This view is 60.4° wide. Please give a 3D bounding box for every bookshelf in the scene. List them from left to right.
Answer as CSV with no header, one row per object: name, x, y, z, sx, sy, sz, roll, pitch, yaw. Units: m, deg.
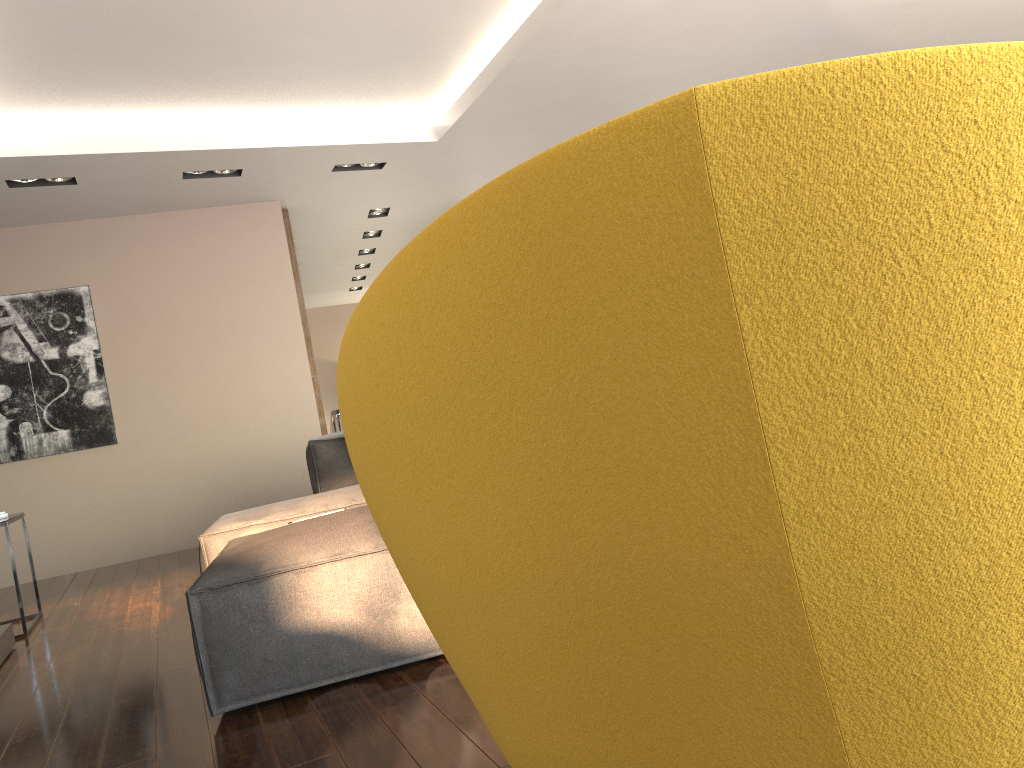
bookshelf,-2.411,-0.041,10.167,0.299,2.490,6.364,-10,0,-13

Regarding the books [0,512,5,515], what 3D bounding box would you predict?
books,-2.744,0.681,4.342,0.242,0.011,0.332,-10,0,26

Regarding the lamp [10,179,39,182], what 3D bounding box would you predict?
lamp,-2.968,-1.265,5.348,0.183,0.077,0.171,-10,0,-18

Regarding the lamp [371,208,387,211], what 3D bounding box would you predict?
lamp,-1.181,-1.576,7.782,0.171,0.077,0.183,-10,0,21

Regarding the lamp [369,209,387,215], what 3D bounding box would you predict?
lamp,-1.218,-1.570,7.952,0.170,0.077,0.183,-10,0,22

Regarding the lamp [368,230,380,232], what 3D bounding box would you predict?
lamp,-1.386,-1.540,8.699,0.171,0.077,0.183,-10,0,21

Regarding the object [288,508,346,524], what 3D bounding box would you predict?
object,-0.729,0.494,3.292,0.217,0.015,0.049,-10,0,-26

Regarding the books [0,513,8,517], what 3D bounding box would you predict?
books,-2.735,0.690,4.347,0.244,0.011,0.329,-10,0,21

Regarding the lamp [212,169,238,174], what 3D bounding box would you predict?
lamp,-1.912,-1.449,5.871,0.185,0.077,0.168,-10,0,-29

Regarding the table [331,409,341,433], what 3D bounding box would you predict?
table,-2.025,0.719,13.880,1.493,0.866,0.427,-10,0,-26

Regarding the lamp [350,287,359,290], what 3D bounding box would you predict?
lamp,-2.241,-1.387,12.534,0.182,0.077,0.172,-10,0,-14

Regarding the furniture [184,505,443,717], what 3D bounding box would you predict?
furniture,-0.464,0.651,3.065,1.126,0.440,1.066,-10,0,-14

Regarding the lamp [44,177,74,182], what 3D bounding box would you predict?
lamp,-2.801,-1.294,5.431,0.185,0.077,0.168,-10,0,-29

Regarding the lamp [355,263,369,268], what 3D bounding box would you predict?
lamp,-1.831,-1.460,10.706,0.182,0.077,0.172,-10,0,-14

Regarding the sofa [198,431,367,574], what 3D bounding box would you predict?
sofa,-0.013,0.441,3.990,2.815,0.704,2.414,-10,0,-15

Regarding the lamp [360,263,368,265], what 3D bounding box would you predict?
lamp,-1.793,-1.467,10.537,0.184,0.077,0.170,-10,0,-21

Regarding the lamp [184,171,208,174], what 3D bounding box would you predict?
lamp,-2.079,-1.420,5.788,0.183,0.077,0.171,-10,0,-18

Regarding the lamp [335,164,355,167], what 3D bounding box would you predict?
lamp,-1.180,-1.577,6.234,0.183,0.077,0.171,-10,0,-18

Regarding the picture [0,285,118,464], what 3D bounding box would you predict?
picture,-3.328,-0.077,6.267,0.776,1.165,0.028,-10,0,-17

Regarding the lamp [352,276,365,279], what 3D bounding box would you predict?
lamp,-2.034,-1.424,11.623,0.182,0.077,0.172,-10,0,-14

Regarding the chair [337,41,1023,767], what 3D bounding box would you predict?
chair,0.505,0.198,1.267,1.446,1.005,1.191,-10,0,32

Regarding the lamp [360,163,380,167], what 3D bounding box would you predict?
lamp,-1.013,-1.607,6.317,0.169,0.077,0.185,-10,0,31

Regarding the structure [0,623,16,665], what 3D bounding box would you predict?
structure,-2.123,0.263,2.604,0.501,1.766,2.763,-10,0,-22

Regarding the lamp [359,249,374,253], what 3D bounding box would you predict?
lamp,-1.626,-1.497,9.784,0.182,0.077,0.172,-10,0,-14

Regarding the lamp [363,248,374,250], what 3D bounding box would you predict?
lamp,-1.588,-1.504,9.614,0.184,0.077,0.170,-10,0,-21

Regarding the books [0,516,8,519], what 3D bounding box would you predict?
books,-2.726,0.700,4.343,0.241,0.011,0.333,-10,0,31

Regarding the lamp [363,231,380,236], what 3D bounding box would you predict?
lamp,-1.423,-1.533,8.869,0.170,0.077,0.183,-10,0,22

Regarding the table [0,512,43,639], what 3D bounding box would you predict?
table,-2.677,0.983,4.365,0.470,0.563,0.575,-10,0,-24
